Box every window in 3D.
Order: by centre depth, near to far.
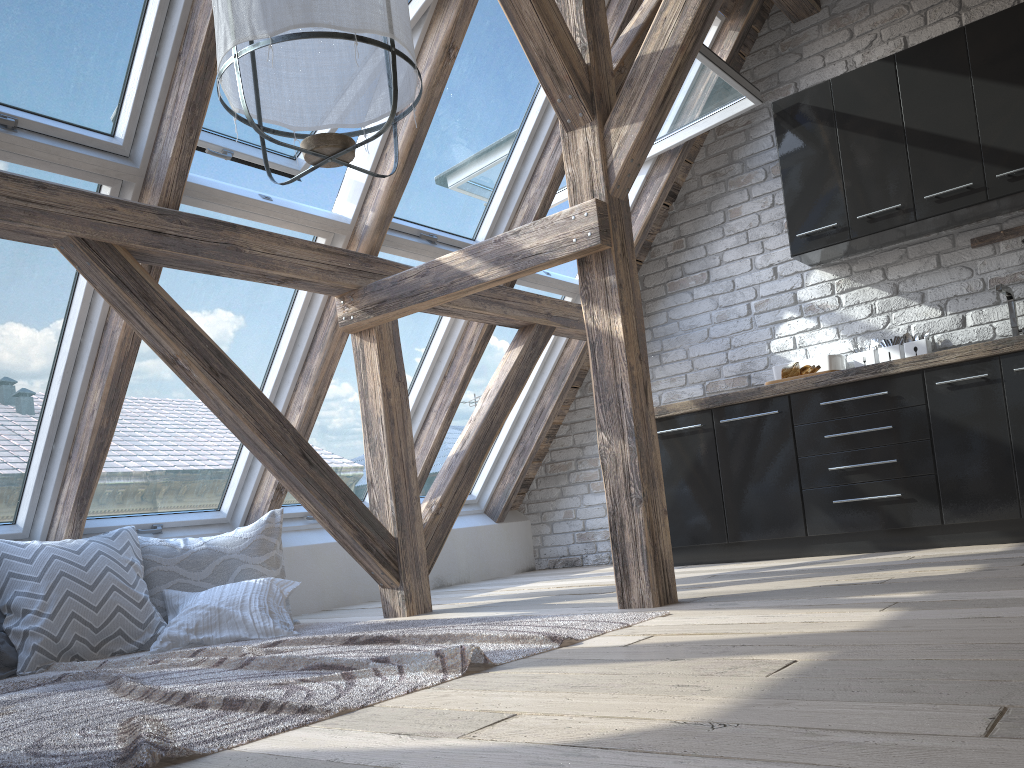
[{"bbox_3d":[-1.204,-1.426,2.349,1.108,1.267,0.854,-11,-6,37],"label":"window"},{"bbox_3d":[-1.848,-0.063,2.916,1.108,1.267,0.854,-11,-6,37],"label":"window"},{"bbox_3d":[-0.680,-1.364,3.106,1.421,1.266,0.854,-11,-6,37],"label":"window"},{"bbox_3d":[-1.286,-0.011,3.644,1.108,1.267,0.854,-11,-6,37],"label":"window"},{"bbox_3d":[-0.080,-1.321,3.804,1.108,1.267,0.854,-11,-6,37],"label":"window"},{"bbox_3d":[-0.724,0.041,4.371,1.108,1.267,0.854,-11,-6,37],"label":"window"},{"bbox_3d":[0.434,-1.257,4.569,1.537,1.266,0.854,-11,-6,37],"label":"window"},{"bbox_3d":[-0.162,0.093,5.098,1.108,1.267,0.854,-11,-6,37],"label":"window"}]

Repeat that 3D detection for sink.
[{"bbox_3d":[2.188,-0.197,3.881,0.532,0.511,0.514,-11,-7,37],"label":"sink"}]

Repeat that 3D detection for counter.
[{"bbox_3d":[1.900,0.170,3.095,3.855,0.845,2.242,-13,-11,37],"label":"counter"}]

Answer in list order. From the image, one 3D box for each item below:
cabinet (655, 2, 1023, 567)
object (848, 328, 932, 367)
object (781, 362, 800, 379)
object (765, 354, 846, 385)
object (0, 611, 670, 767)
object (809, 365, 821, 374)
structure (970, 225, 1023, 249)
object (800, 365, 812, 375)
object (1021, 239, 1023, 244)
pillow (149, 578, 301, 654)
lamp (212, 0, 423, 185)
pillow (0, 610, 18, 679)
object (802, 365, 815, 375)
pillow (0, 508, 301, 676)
[{"bbox_3d":[2.007,-0.681,3.054,4.262,2.487,2.090,-12,-7,37],"label":"cabinet"},{"bbox_3d":[1.895,-0.154,4.371,0.409,0.199,0.147,-13,-7,39],"label":"object"},{"bbox_3d":[1.366,-0.060,4.320,0.090,0.087,0.087,-8,-6,14],"label":"object"},{"bbox_3d":[1.495,-0.063,4.441,0.384,0.132,0.592,-11,-10,25],"label":"object"},{"bbox_3d":[-1.353,0.775,2.056,2.212,0.056,3.188,-14,-11,37],"label":"object"},{"bbox_3d":[1.472,-0.061,4.291,0.073,0.054,0.083,-8,-7,13],"label":"object"},{"bbox_3d":[2.540,-0.760,3.898,0.943,0.045,0.081,-14,-10,37],"label":"structure"},{"bbox_3d":[1.454,-0.056,4.345,0.074,0.066,0.080,-8,-6,9],"label":"object"},{"bbox_3d":[2.385,-0.663,4.005,0.119,0.138,0.093,-11,-6,39],"label":"object"},{"bbox_3d":[-1.089,0.888,3.393,0.535,0.240,0.482,-5,-8,-11],"label":"pillow"},{"bbox_3d":[-0.467,-1.375,1.782,0.406,1.881,0.403,-6,-2,-12],"label":"lamp"},{"bbox_3d":[-2.148,0.722,2.644,0.473,0.558,1.272,-10,-9,38],"label":"pillow"},{"bbox_3d":[1.444,-0.060,4.287,0.072,0.057,0.084,-8,-7,13],"label":"object"},{"bbox_3d":[-1.439,0.804,3.486,0.507,0.529,1.153,-12,-9,42],"label":"pillow"}]
